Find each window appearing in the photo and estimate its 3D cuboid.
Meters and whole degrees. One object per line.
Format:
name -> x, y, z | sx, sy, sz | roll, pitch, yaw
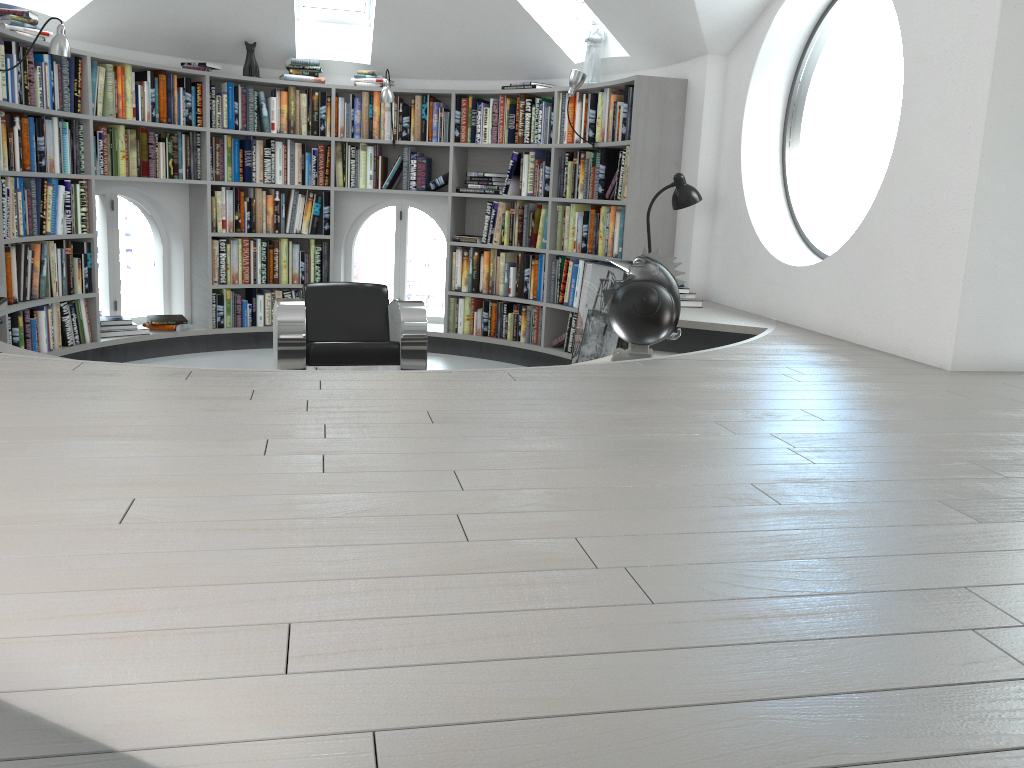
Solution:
window -> -1.968, -1.001, 7.081 | 3.232, 1.145, 0.620 | -3, 12, -26
window -> 1.792, -1.335, 4.501 | 0.104, 1.462, 1.478 | 1, 11, -12
window -> -1.184, -2.962, 5.979 | 4.054, 0.709, 1.943 | 0, 12, -12

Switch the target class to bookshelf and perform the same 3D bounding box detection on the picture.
bookshelf -> -1.268, -1.230, 6.295 | 4.332, 1.870, 2.120 | 0, 12, -12

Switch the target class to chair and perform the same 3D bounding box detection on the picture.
chair -> -0.974, -0.214, 5.223 | 0.823, 0.716, 0.745 | -1, 12, -17

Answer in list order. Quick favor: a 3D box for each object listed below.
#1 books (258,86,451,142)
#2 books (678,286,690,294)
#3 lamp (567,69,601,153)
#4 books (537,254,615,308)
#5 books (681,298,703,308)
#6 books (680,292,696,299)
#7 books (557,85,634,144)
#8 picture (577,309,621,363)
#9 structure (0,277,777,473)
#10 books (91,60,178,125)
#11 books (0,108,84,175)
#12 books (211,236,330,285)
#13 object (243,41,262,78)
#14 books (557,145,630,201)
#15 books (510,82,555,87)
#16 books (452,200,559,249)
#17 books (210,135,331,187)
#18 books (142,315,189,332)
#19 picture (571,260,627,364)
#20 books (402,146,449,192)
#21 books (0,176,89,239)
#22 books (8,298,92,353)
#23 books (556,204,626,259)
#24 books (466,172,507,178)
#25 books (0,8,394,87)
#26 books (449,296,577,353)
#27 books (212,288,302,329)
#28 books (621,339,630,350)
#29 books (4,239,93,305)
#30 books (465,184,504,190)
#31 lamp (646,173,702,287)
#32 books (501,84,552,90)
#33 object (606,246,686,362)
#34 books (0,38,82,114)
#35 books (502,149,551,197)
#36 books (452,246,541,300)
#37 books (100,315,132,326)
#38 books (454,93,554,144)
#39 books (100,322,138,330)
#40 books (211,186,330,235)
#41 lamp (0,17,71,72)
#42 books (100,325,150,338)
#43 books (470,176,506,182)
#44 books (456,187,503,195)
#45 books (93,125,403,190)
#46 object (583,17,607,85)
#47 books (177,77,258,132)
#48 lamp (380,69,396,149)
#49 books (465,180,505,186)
books -> -1.211, -2.107, 6.957 | 1.565, 0.365, 0.396 | 1, 11, -7
books -> 0.892, -0.572, 5.273 | 0.269, 0.031, 0.287 | 2, 12, -2
lamp -> 0.497, -1.821, 5.926 | 0.275, 0.522, 0.113 | -1, 11, -21
books -> 0.592, -0.707, 6.296 | 0.304, 0.357, 1.189 | -4, 14, -31
books -> 0.888, -0.505, 5.286 | 0.365, 0.042, 0.390 | 0, 12, -12
books -> 0.890, -0.540, 5.279 | 0.286, 0.034, 0.306 | -2, 13, -22
books -> 0.680, -1.821, 6.050 | 0.293, 0.360, 1.019 | -3, 13, -29
picture -> 0.558, -0.184, 5.825 | 0.107, 0.552, 0.492 | -1, 12, -22
structure -> -1.020, -0.186, 5.107 | 4.720, 0.689, 4.725 | 10, 14, 32
books -> -2.673, -1.997, 6.098 | 0.269, 0.371, 0.795 | 9, 13, 30
books -> -2.964, -1.452, 5.340 | 0.303, 0.346, 1.094 | 3, 12, 3
books -> -1.904, -0.977, 7.012 | 1.032, 0.355, 0.294 | -3, 13, -27
object -> -1.952, -2.432, 6.674 | 0.147, 0.263, 0.203 | 0, 11, -16
books -> 0.665, -1.443, 6.109 | 0.279, 0.356, 1.057 | -3, 13, -26
books -> 0.152, -2.243, 6.678 | 0.233, 0.027, 0.248 | -7, 15, -39
books -> 0.008, -1.241, 6.837 | 0.975, 0.350, 0.252 | 10, 13, 29
books -> -1.898, -1.733, 6.904 | 1.028, 0.357, 0.302 | -3, 12, -26
books -> -2.579, -0.454, 6.621 | 0.318, 0.099, 0.293 | 1, 12, -11
picture -> 0.571, -0.378, 5.977 | 0.090, 0.858, 0.581 | -1, 12, -22
books -> -0.650, -1.700, 7.043 | 0.399, 0.339, 0.225 | 4, 11, 7
books -> -2.941, -1.076, 5.380 | 0.260, 0.357, 1.025 | 4, 12, 4
books -> -3.006, -0.362, 5.575 | 0.283, 0.318, 0.923 | 4, 12, 6
books -> 0.656, -1.066, 6.175 | 0.276, 0.346, 1.026 | -3, 13, -27
books -> -0.174, -1.639, 6.960 | 0.269, 0.031, 0.287 | -5, 14, -32
books -> -2.155, -2.314, 6.279 | 2.819, 0.172, 0.750 | -8, 16, -41
books -> 0.115, -0.474, 6.833 | 1.501, 0.309, 0.360 | 12, 15, 39
books -> -1.935, -0.620, 7.065 | 1.019, 0.305, 0.289 | -3, 13, -27
books -> 0.830, -0.108, 5.282 | 0.272, 0.296, 1.153 | 3, 12, 2
books -> -2.976, -0.481, 5.220 | 0.390, 0.692, 1.650 | 2, 12, -2
books -> -0.179, -1.547, 6.977 | 0.286, 0.031, 0.270 | 8, 13, 22
lamp -> 0.944, -0.907, 5.213 | 0.322, 0.657, 0.235 | 3, 11, 3
books -> 0.151, -2.216, 6.683 | 0.337, 0.036, 0.317 | 13, 15, 39
object -> 0.613, -0.362, 4.138 | 0.320, 0.559, 0.322 | -6, 14, -39
books -> -2.933, -1.827, 5.253 | 0.300, 0.359, 1.038 | 3, 12, 4
books -> 0.209, -1.589, 6.694 | 0.554, 0.349, 0.256 | 10, 13, 33
books -> -0.078, -0.881, 6.956 | 0.873, 0.349, 0.273 | 9, 13, 28
books -> -2.868, -0.456, 6.376 | 0.214, 0.036, 0.227 | -6, 15, -35
books -> -0.006, -2.005, 6.744 | 0.971, 0.365, 0.307 | 10, 13, 30
books -> -2.870, -0.425, 6.382 | 0.269, 0.031, 0.287 | -6, 15, -35
books -> -1.897, -1.354, 6.935 | 0.998, 0.350, 0.299 | -4, 13, -28
lamp -> -2.636, -1.850, 4.839 | 0.414, 0.310, 0.117 | 0, 11, -15
books -> -2.871, -0.392, 6.388 | 0.389, 0.042, 0.366 | 14, 16, 43
books -> -0.176, -1.608, 6.966 | 0.227, 0.036, 0.214 | 12, 15, 37
books -> -0.180, -1.515, 6.983 | 0.388, 0.042, 0.367 | 9, 13, 27
books -> -1.993, -1.678, 6.650 | 2.531, 0.369, 0.593 | -5, 14, -31
object -> 0.564, -2.308, 6.165 | 0.179, 0.470, 0.180 | 2, 11, -3
books -> -2.228, -2.073, 6.612 | 0.683, 0.344, 0.266 | -5, 14, -35
lamp -> -0.941, -2.084, 6.740 | 0.113, 0.563, 0.359 | 2, 11, -6
books -> -0.177, -1.577, 6.971 | 0.286, 0.031, 0.270 | 12, 15, 37
